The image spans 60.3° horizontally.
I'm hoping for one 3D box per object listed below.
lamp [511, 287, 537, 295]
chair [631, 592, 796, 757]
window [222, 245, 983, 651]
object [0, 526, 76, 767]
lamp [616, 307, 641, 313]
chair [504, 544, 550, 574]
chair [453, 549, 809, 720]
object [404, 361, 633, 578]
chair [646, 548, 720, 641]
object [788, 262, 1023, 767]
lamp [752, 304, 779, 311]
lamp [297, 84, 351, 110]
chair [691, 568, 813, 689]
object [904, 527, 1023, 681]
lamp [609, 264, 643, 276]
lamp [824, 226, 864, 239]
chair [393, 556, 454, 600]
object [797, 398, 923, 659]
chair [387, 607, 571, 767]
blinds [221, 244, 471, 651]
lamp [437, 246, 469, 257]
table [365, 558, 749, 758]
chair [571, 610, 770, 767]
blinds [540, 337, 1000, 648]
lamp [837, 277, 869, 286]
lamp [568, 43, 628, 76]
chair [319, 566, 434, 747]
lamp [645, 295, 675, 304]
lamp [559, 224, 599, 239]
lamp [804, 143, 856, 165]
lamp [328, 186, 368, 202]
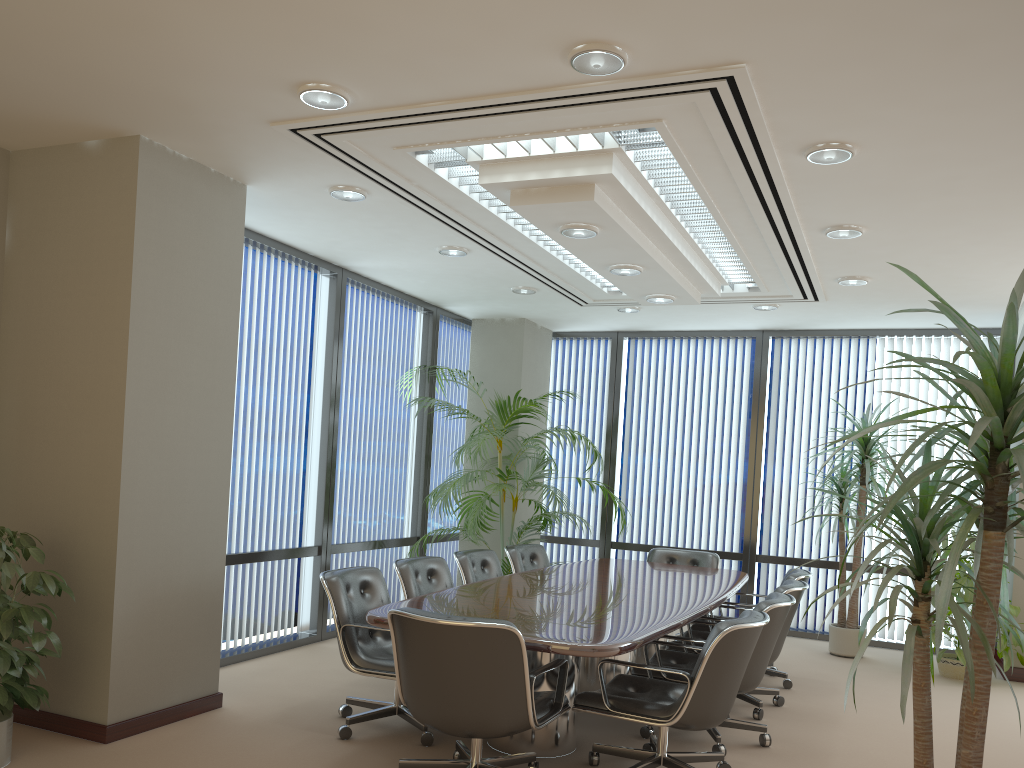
[{"bbox_3d":[0.103,-0.799,7.589,0.226,0.035,0.225,8,-7,-42],"label":"lamp"},{"bbox_3d":[1.178,1.626,5.121,0.851,0.858,0.762,2,-2,23],"label":"chair"},{"bbox_3d":[0.439,0.818,8.487,7.391,2.910,3.534,5,-4,-21],"label":"window"},{"bbox_3d":[-2.460,1.187,4.027,0.738,1.092,0.797,4,-2,-35],"label":"object"},{"bbox_3d":[1.077,-0.686,8.156,0.225,0.035,0.226,0,-7,34],"label":"lamp"},{"bbox_3d":[0.354,1.793,7.325,0.851,0.858,0.762,2,-3,28],"label":"chair"},{"bbox_3d":[0.747,1.709,6.232,2.522,0.858,0.762,1,-3,23],"label":"chair"},{"bbox_3d":[-0.119,1.047,8.330,2.084,2.477,2.176,1,-3,44],"label":"object"},{"bbox_3d":[1.420,1.891,7.685,0.757,0.858,0.856,2,-3,23],"label":"chair"},{"bbox_3d":[1.080,0.641,2.063,0.806,1.831,0.818,3,-1,-1],"label":"object"},{"bbox_3d":[2.204,-0.667,7.669,0.225,0.035,0.226,2,-6,13],"label":"lamp"},{"bbox_3d":[-0.807,-1.225,3.784,0.225,0.035,0.226,-1,-7,41],"label":"lamp"},{"bbox_3d":[1.803,1.815,6.673,0.851,0.858,0.738,3,-2,18],"label":"chair"},{"bbox_3d":[3.765,1.838,7.236,0.980,1.312,0.857,4,-1,-6],"label":"object"},{"bbox_3d":[0.750,-0.746,5.823,0.226,0.035,0.225,8,-7,-42],"label":"lamp"},{"bbox_3d":[2.001,-0.909,5.313,0.226,0.035,0.225,8,-7,-42],"label":"lamp"},{"bbox_3d":[-0.356,1.600,5.784,0.851,0.858,0.762,2,-2,23],"label":"chair"},{"bbox_3d":[3.087,1.285,7.864,1.017,2.312,1.032,3,-1,-1],"label":"object"},{"bbox_3d":[-0.151,1.441,4.039,0.757,0.858,0.856,2,-3,24],"label":"chair"},{"bbox_3d":[-1.321,0.636,7.765,0.031,2.902,4.922,4,-4,24],"label":"blinds"},{"bbox_3d":[-0.426,-0.950,6.361,0.226,0.035,0.225,8,-7,-42],"label":"lamp"},{"bbox_3d":[0.597,1.718,5.864,1.504,0.748,4.093,1,-6,23],"label":"table"},{"bbox_3d":[0.789,1.525,4.330,0.855,0.858,0.757,2,-3,27],"label":"chair"},{"bbox_3d":[2.169,0.977,9.132,4.920,2.908,0.051,2,0,23],"label":"blinds"},{"bbox_3d":[2.530,-0.758,6.540,0.226,0.035,0.225,8,-7,-42],"label":"lamp"},{"bbox_3d":[0.320,-1.206,3.297,0.224,0.035,0.226,1,-6,27],"label":"lamp"},{"bbox_3d":[-0.656,1.504,4.988,0.851,0.858,0.762,3,-2,18],"label":"chair"},{"bbox_3d":[1.124,-0.639,6.691,0.226,0.035,0.225,8,-7,-42],"label":"lamp"},{"bbox_3d":[0.376,-0.853,4.956,0.225,0.035,0.226,-1,-7,41],"label":"lamp"},{"bbox_3d":[1.472,-1.061,4.085,0.225,0.035,0.226,2,-6,13],"label":"lamp"},{"bbox_3d":[-0.955,-1.102,5.133,0.225,0.035,0.226,-1,-7,41],"label":"lamp"}]
